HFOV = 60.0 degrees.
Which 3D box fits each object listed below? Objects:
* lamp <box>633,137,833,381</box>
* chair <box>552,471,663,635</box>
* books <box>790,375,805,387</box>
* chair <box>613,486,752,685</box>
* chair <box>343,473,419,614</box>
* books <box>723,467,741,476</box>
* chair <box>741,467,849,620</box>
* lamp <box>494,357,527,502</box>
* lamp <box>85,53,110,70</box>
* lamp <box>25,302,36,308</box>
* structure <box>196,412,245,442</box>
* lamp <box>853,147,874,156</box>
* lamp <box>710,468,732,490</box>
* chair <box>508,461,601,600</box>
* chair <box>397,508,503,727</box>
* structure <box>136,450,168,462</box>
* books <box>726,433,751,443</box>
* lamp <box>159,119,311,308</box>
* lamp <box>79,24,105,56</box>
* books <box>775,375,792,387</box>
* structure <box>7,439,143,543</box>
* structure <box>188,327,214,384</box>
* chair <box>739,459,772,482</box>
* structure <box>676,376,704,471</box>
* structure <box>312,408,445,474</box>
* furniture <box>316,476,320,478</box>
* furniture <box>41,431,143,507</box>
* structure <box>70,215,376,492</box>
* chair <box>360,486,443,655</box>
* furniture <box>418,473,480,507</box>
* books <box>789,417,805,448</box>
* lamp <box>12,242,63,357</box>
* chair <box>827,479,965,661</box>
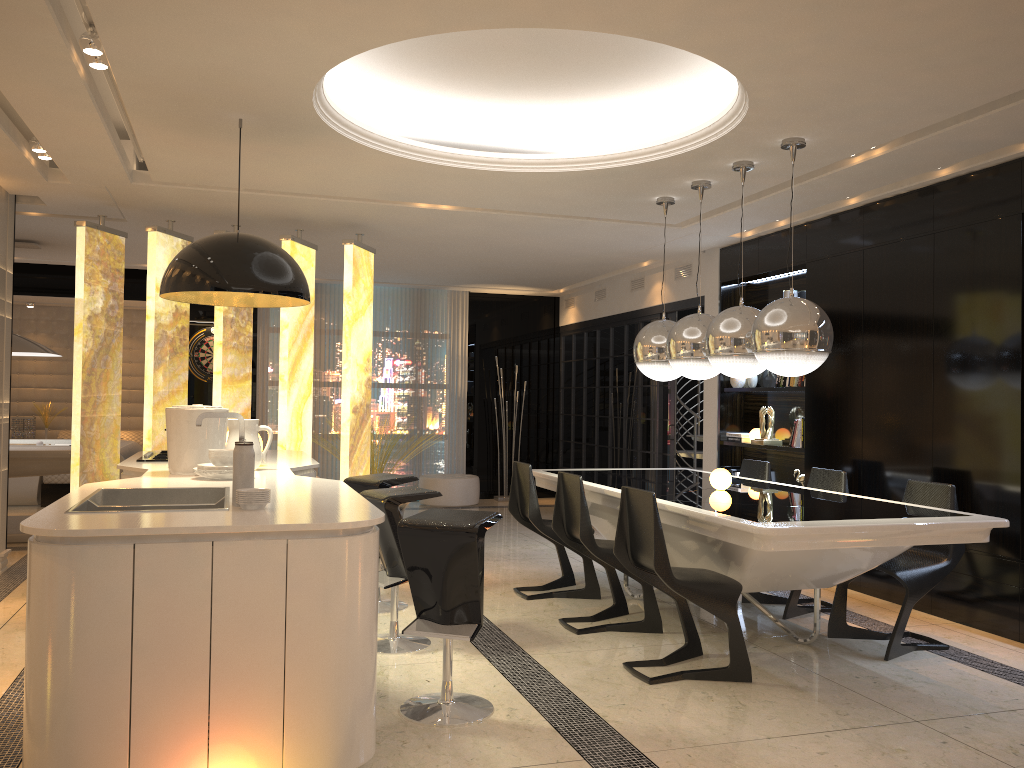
[{"bbox_3d":[1.234,-0.640,5.259,0.408,1.226,1.827,1,-1,-18],"label":"lamp"},{"bbox_3d":[0.529,0.929,4.982,0.496,0.858,0.523,1,-1,-18],"label":"chair"},{"bbox_3d":[2.272,-0.106,6.767,0.212,0.261,0.252,1,-1,-18],"label":"books"},{"bbox_3d":[0.790,0.917,4.155,0.496,0.858,0.523,1,-1,-18],"label":"chair"},{"bbox_3d":[-0.811,0.949,5.352,0.380,0.789,0.380,0,-1,40],"label":"chair"},{"bbox_3d":[1.961,0.854,7.641,0.210,0.270,0.236,1,-1,-18],"label":"books"},{"bbox_3d":[1.761,0.958,5.481,0.496,0.858,0.523,1,-1,-18],"label":"chair"},{"bbox_3d":[-0.041,0.565,11.144,0.418,1.801,0.200,1,-1,-18],"label":"lamp"},{"bbox_3d":[-1.783,-1.425,3.827,0.107,0.127,0.107,2,-1,-36],"label":"lamp"},{"bbox_3d":[-5.684,-0.966,10.467,0.107,0.127,0.107,2,-1,-36],"label":"lamp"},{"bbox_3d":[-1.048,0.257,3.192,0.177,0.310,0.089,1,-1,-18],"label":"structure"},{"bbox_3d":[1.920,-1.347,4.909,0.107,0.127,0.271,1,-1,-18],"label":"lamp"},{"bbox_3d":[1.203,0.548,5.109,0.125,0.125,0.125,0,-1,33],"label":"lamp"},{"bbox_3d":[0.273,0.940,5.792,0.496,0.858,0.523,1,-1,-18],"label":"chair"},{"bbox_3d":[-0.258,0.924,3.601,0.380,0.789,0.380,1,-1,15],"label":"chair"},{"bbox_3d":[-1.951,0.427,5.341,0.502,0.026,0.811,1,-1,-18],"label":"structure"},{"bbox_3d":[1.991,0.459,7.584,0.209,0.073,0.266,1,-1,-14],"label":"books"},{"bbox_3d":[-1.348,-0.862,4.374,0.710,0.898,0.710,1,-1,-7],"label":"lamp"},{"bbox_3d":[-1.733,-1.427,3.671,0.107,0.127,0.107,2,-1,-36],"label":"lamp"},{"bbox_3d":[2.209,-0.101,6.966,0.207,0.256,0.245,1,-1,-19],"label":"books"},{"bbox_3d":[-4.897,0.917,7.831,2.912,0.812,1.659,1,-1,-18],"label":"structure"},{"bbox_3d":[-3.456,-0.334,10.317,0.669,0.669,0.048,1,-1,-18],"label":"structure"},{"bbox_3d":[1.518,0.968,6.251,0.496,0.858,0.523,1,-1,-18],"label":"chair"},{"bbox_3d":[2.476,-0.574,10.587,1.964,4.134,3.425,1,-1,-18],"label":"structure"},{"bbox_3d":[-1.554,0.850,10.072,1.282,1.142,1.275,0,-1,29],"label":"structure"},{"bbox_3d":[-2.569,1.228,10.177,0.735,0.357,0.735,1,-1,-16],"label":"furniture"},{"bbox_3d":[-4.730,0.975,10.497,1.312,0.810,1.107,1,-1,-18],"label":"furniture"},{"bbox_3d":[-2.112,0.072,6.709,2.180,2.555,0.448,1,-1,-18],"label":"structure"},{"bbox_3d":[-0.598,0.937,4.546,0.380,0.789,0.380,2,-1,-35],"label":"chair"},{"bbox_3d":[-0.755,1.265,10.653,0.735,0.357,0.735,0,-2,44],"label":"furniture"},{"bbox_3d":[2.259,0.370,6.768,0.182,0.232,0.284,1,-1,-15],"label":"books"},{"bbox_3d":[-4.878,-0.775,7.878,1.578,0.995,0.939,1,-1,-17],"label":"lamp"},{"bbox_3d":[2.017,0.946,4.672,0.496,0.858,0.523,1,-1,-18],"label":"chair"}]
